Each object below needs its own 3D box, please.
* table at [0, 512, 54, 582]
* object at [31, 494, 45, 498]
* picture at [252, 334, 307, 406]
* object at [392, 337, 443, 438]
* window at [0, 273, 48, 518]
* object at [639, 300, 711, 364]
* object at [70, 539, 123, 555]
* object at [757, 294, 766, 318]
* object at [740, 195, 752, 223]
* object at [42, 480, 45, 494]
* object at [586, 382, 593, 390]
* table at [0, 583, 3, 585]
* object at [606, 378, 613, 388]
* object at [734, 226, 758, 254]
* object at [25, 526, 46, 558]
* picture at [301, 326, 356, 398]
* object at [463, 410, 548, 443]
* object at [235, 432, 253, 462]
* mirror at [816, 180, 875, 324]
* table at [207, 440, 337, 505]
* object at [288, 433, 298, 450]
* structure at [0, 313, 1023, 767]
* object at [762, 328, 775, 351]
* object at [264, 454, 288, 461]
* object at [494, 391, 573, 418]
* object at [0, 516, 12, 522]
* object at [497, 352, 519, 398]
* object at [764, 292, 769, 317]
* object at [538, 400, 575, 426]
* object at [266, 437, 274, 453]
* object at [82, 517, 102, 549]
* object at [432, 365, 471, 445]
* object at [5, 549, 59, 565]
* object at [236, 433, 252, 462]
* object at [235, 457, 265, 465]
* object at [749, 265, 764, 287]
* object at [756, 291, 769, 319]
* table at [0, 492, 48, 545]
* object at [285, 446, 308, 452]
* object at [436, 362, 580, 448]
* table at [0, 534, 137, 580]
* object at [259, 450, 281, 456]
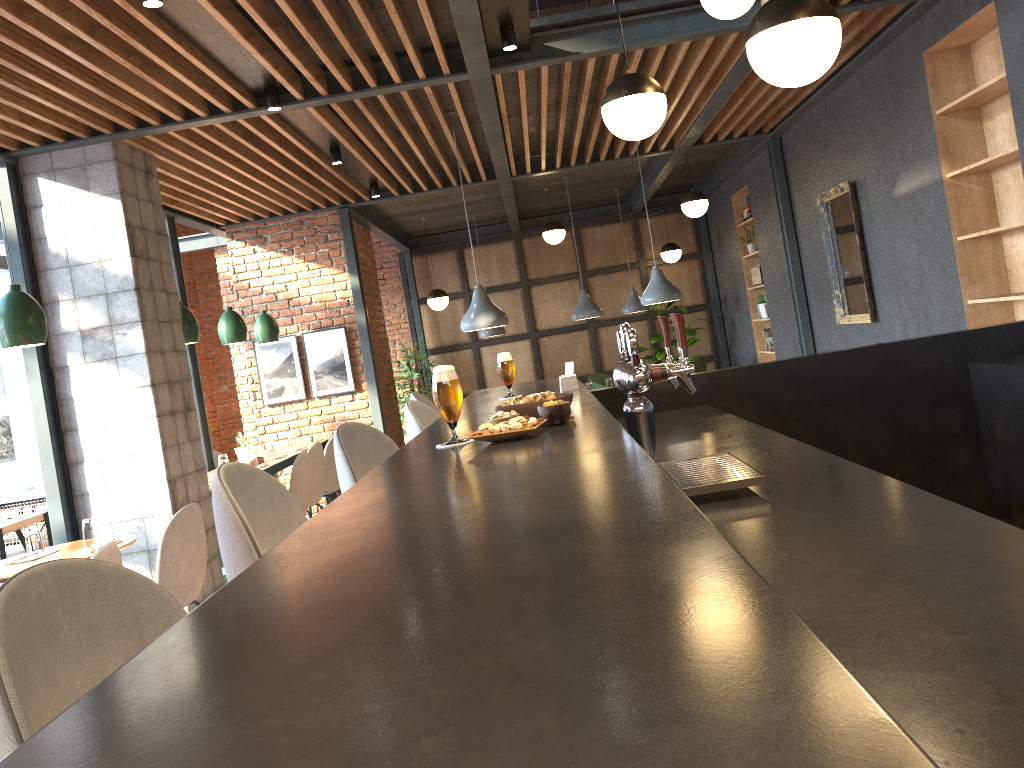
[{"bbox_3d":[-4.069,1.427,6.376,1.271,0.706,0.659,-9,1,2],"label":"table"},{"bbox_3d":[-4.291,1.015,8.154,0.242,0.019,0.157,-9,3,1],"label":"object"},{"bbox_3d":[-2.226,-0.132,8.482,0.430,0.631,0.015,-9,0,2],"label":"picture"},{"bbox_3d":[-1.223,0.189,11.930,0.982,1.723,0.910,-10,1,-33],"label":"object"},{"bbox_3d":[-5.336,-1.198,5.241,0.127,5.597,8.729,-9,2,2],"label":"window"},{"bbox_3d":[2.174,-0.403,11.844,1.055,1.795,0.723,-9,0,12],"label":"object"},{"bbox_3d":[-1.976,0.772,4.199,0.157,0.019,0.243,-9,3,7],"label":"object"},{"bbox_3d":[2.976,-0.926,10.459,0.173,0.295,0.189,-10,1,-24],"label":"object"},{"bbox_3d":[2.773,-2.038,10.229,0.204,0.285,0.517,-9,2,2],"label":"object"},{"bbox_3d":[-4.294,0.947,8.177,0.080,0.138,0.080,-9,1,34],"label":"object"},{"bbox_3d":[0.847,0.053,9.640,0.080,0.138,0.080,-9,1,40],"label":"object"},{"bbox_3d":[-2.136,1.226,3.340,0.697,0.747,0.702,-8,2,44],"label":"table"},{"bbox_3d":[1.076,0.007,9.810,0.080,0.138,0.080,-9,1,40],"label":"object"},{"bbox_3d":[2.799,-1.684,10.306,0.174,0.329,0.536,-10,2,-18],"label":"object"},{"bbox_3d":[-2.290,0.755,4.244,0.080,0.138,0.080,-10,1,-20],"label":"object"},{"bbox_3d":[-1.753,-0.209,8.467,0.430,0.631,0.015,-9,0,2],"label":"picture"},{"bbox_3d":[-0.001,0.092,2.030,0.164,0.052,0.292,-9,3,11],"label":"object"},{"bbox_3d":[-2.155,0.517,7.128,0.146,0.276,0.145,-9,0,-17],"label":"object"},{"bbox_3d":[2.656,-1.021,7.049,0.061,1.086,0.769,-9,1,2],"label":"mirror"},{"bbox_3d":[-2.062,1.033,7.101,0.658,0.765,2.775,-9,2,2],"label":"table"},{"bbox_3d":[-1.960,0.514,7.923,0.080,0.138,0.080,-10,1,-25],"label":"object"},{"bbox_3d":[1.238,0.401,2.044,2.915,1.396,4.925,-9,2,2],"label":"structure"},{"bbox_3d":[3.011,-0.518,10.274,0.150,0.257,0.522,-9,2,2],"label":"object"},{"bbox_3d":[-1.965,0.608,7.352,0.157,0.019,0.243,-9,3,2],"label":"object"},{"bbox_3d":[0.060,0.060,2.286,0.168,0.072,0.169,-8,2,22],"label":"object"},{"bbox_3d":[-3.827,1.011,6.557,0.242,0.019,0.157,-9,3,4],"label":"object"},{"bbox_3d":[-0.019,-0.037,3.464,0.070,0.178,0.070,-9,0,6],"label":"object"},{"bbox_3d":[2.922,-0.924,10.006,0.143,0.350,0.144,-9,0,19],"label":"object"},{"bbox_3d":[0.105,0.067,2.119,0.078,0.060,0.108,-9,2,10],"label":"object"},{"bbox_3d":[-2.158,0.546,7.932,0.080,0.138,0.080,-9,1,24],"label":"object"},{"bbox_3d":[-2.007,0.709,4.223,0.080,0.138,0.080,-10,1,-30],"label":"object"},{"bbox_3d":[-0.145,0.045,2.051,0.070,0.183,0.070,-9,0,22],"label":"object"},{"bbox_3d":[-2.301,0.823,4.259,0.157,0.019,0.243,-9,3,7],"label":"object"},{"bbox_3d":[-2.097,0.510,7.016,0.115,0.282,0.128,-9,0,-2],"label":"object"},{"bbox_3d":[-2.110,0.630,7.081,0.252,0.046,0.253,-10,3,-24],"label":"object"},{"bbox_3d":[2.920,-1.269,10.273,0.199,0.241,0.340,-9,2,-3],"label":"object"},{"bbox_3d":[2.930,-0.926,10.246,0.213,0.329,0.233,-9,1,8],"label":"object"},{"bbox_3d":[-4.007,1.329,8.297,1.271,0.706,0.659,-9,1,2],"label":"table"},{"bbox_3d":[-1.927,0.576,7.901,0.157,0.019,0.243,-9,3,2],"label":"object"},{"bbox_3d":[0.038,0.026,2.747,0.322,0.106,1.512,-9,3,6],"label":"object"},{"bbox_3d":[-2.107,1.181,4.231,0.698,0.747,0.701,-9,1,12],"label":"table"},{"bbox_3d":[-2.171,0.614,7.953,0.157,0.019,0.243,-9,3,1],"label":"object"}]
